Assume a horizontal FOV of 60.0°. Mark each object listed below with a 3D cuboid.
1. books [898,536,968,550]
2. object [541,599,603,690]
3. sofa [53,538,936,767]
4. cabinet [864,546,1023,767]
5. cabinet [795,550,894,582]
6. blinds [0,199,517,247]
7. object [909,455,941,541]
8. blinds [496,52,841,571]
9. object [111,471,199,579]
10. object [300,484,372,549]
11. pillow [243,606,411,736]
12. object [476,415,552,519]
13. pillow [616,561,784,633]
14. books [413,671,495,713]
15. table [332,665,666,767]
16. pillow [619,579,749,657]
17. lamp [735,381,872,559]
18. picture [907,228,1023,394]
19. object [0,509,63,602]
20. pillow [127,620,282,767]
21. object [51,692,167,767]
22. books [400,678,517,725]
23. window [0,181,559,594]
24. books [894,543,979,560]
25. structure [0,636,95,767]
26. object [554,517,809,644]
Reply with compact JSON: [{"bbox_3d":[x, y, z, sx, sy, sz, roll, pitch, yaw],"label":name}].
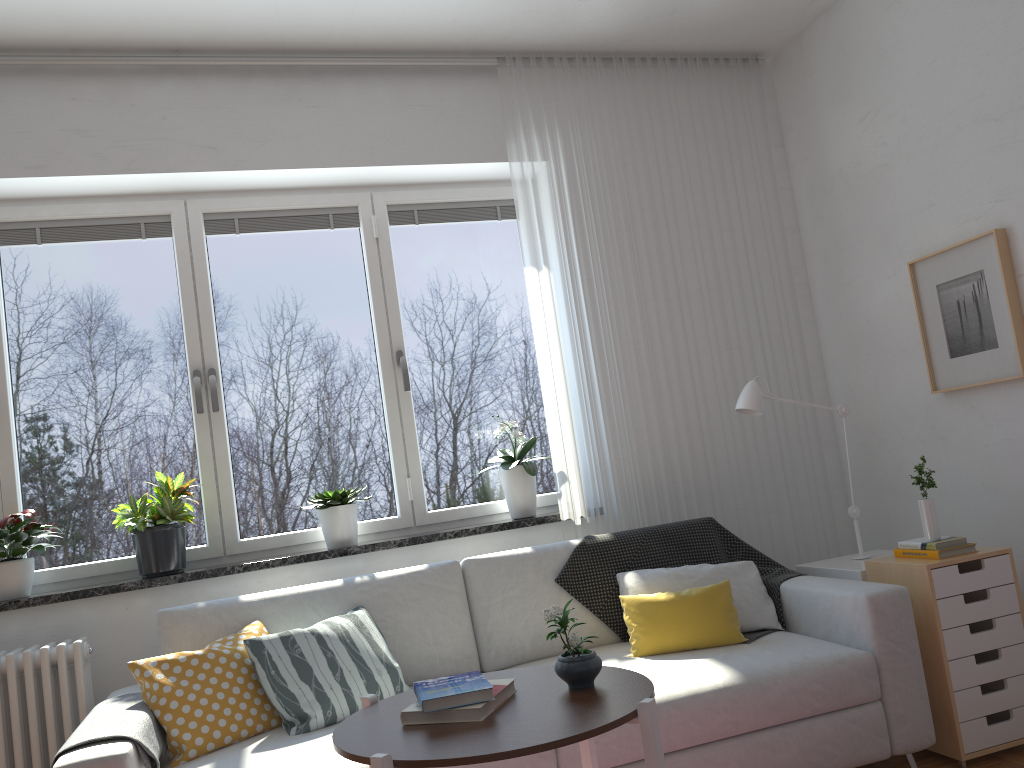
[{"bbox_3d":[1.432,0.542,3.020,0.136,0.024,0.175,-6,-6,-17],"label":"books"},{"bbox_3d":[0.120,0.514,1.763,0.108,0.174,0.096,-4,-7,-38],"label":"object"},{"bbox_3d":[-0.022,0.999,2.854,2.460,0.841,1.006,-6,-6,-17],"label":"sofa"},{"bbox_3d":[1.490,0.897,2.993,0.349,0.642,0.302,-7,-6,-17],"label":"cabinet"},{"bbox_3d":[1.425,0.973,3.401,0.400,0.599,0.401,-7,-6,-17],"label":"cabinet"},{"bbox_3d":[-1.325,-0.646,3.628,2.843,0.098,0.015,-6,-6,-17],"label":"blinds"},{"bbox_3d":[1.413,0.387,3.020,0.081,0.287,0.085,-7,-5,-11],"label":"object"},{"bbox_3d":[0.740,-0.047,3.830,1.292,2.882,0.055,-7,-5,-17],"label":"blinds"},{"bbox_3d":[-1.329,0.519,3.285,0.333,0.384,0.300,-8,-6,-2],"label":"object"},{"bbox_3d":[-0.684,0.524,3.496,0.267,0.237,0.284,-4,-7,-35],"label":"object"},{"bbox_3d":[-0.562,0.882,2.782,0.310,0.288,0.469,-14,-8,43],"label":"pillow"},{"bbox_3d":[-0.001,0.351,3.779,0.286,0.443,0.341,-5,-6,-29],"label":"object"},{"bbox_3d":[0.665,0.777,3.171,0.532,0.259,0.301,-8,-6,-4],"label":"pillow"},{"bbox_3d":[-0.115,0.592,1.712,0.136,0.024,0.175,-7,-6,-12],"label":"books"},{"bbox_3d":[0.012,0.943,1.681,0.617,0.686,0.619,-6,-6,-19],"label":"table"},{"bbox_3d":[0.570,0.786,2.983,0.401,0.194,0.211,-8,-6,0],"label":"pillow"},{"bbox_3d":[-0.240,0.673,1.926,0.333,1.344,4.590,-13,-8,42],"label":"lamp"},{"bbox_3d":[1.674,-0.252,3.264,0.050,0.523,0.432,-7,-6,-17],"label":"picture"},{"bbox_3d":[-1.790,0.611,3.165,0.380,0.308,0.371,-3,-8,-43],"label":"object"},{"bbox_3d":[-0.884,0.921,2.698,0.313,0.317,0.464,-13,-8,40],"label":"pillow"},{"bbox_3d":[-1.071,1.171,2.421,0.288,0.533,0.609,-7,-6,-17],"label":"object"},{"bbox_3d":[-0.099,0.617,1.730,0.162,0.026,0.209,-10,-6,17],"label":"books"},{"bbox_3d":[-1.227,-0.039,3.538,3.018,1.508,0.151,-6,-6,-17],"label":"window"},{"bbox_3d":[1.441,0.567,3.021,0.163,0.028,0.211,-6,-6,-17],"label":"books"},{"bbox_3d":[-1.814,1.210,2.856,0.972,0.623,0.224,-6,-6,-17],"label":"structure"},{"bbox_3d":[0.726,0.840,3.340,0.678,0.647,0.978,-13,-8,42],"label":"object"}]
